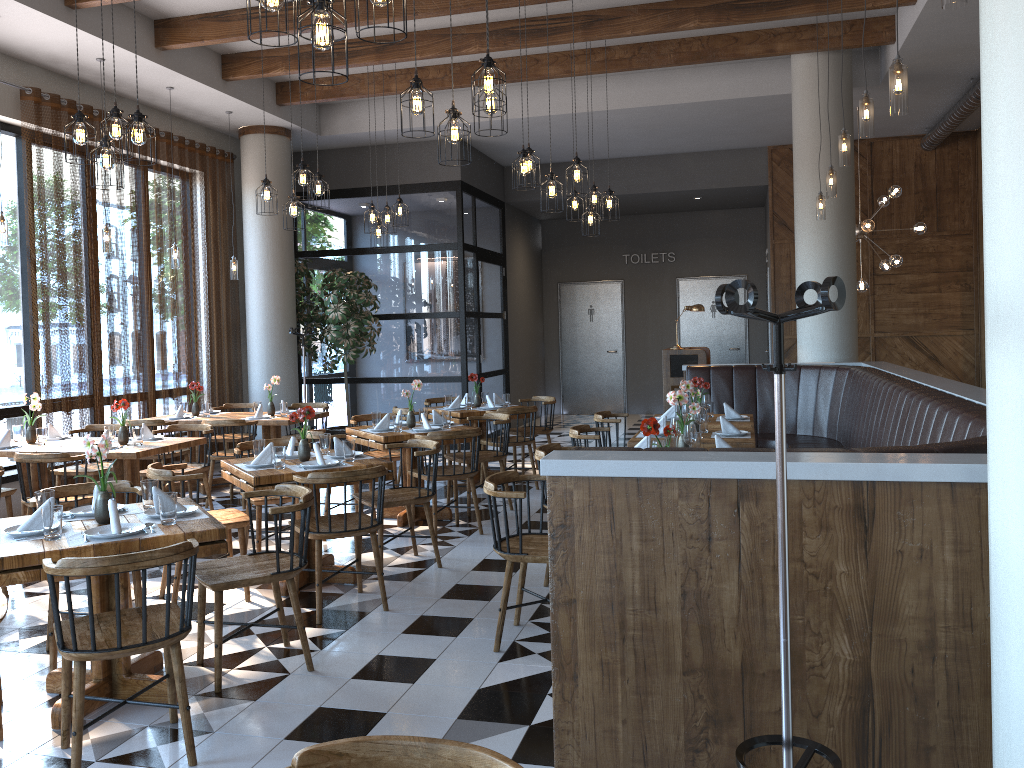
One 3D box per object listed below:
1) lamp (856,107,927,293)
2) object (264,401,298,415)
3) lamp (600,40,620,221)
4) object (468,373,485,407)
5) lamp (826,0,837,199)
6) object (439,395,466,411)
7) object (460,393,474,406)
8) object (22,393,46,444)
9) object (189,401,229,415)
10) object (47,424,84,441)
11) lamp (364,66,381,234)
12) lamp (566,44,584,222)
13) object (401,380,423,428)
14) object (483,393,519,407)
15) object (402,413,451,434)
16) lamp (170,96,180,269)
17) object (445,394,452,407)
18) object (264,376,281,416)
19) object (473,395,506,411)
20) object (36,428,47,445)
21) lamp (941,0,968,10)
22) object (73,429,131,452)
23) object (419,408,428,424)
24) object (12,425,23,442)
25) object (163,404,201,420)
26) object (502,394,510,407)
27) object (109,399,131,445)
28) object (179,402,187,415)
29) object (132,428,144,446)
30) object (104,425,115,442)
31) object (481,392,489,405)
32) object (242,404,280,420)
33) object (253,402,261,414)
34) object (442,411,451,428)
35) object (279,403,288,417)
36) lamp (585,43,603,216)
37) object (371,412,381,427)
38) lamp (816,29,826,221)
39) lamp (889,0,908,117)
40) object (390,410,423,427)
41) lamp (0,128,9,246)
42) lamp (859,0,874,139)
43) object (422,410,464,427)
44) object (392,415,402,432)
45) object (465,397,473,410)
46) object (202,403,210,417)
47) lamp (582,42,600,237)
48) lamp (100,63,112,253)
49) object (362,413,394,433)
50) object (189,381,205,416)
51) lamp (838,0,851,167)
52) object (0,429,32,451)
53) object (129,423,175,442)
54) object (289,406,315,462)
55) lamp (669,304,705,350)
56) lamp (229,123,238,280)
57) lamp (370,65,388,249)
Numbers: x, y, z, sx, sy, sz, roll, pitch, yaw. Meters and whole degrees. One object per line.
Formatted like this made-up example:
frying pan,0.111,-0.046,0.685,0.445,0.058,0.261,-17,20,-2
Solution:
lamp,4.123,-2.180,10.503,1.162,2.190,1.187,-2,2,-24
object,-2.333,0.232,9.120,0.352,0.137,0.272,-1,3,15
lamp,0.923,-2.621,8.576,0.175,2.069,0.175,-1,1,25
object,-0.374,0.062,9.242,0.156,0.355,0.171,-2,2,-28
lamp,2.542,-2.475,7.103,0.078,1.962,0.078,-2,1,1
object,-0.589,0.187,9.074,0.272,0.137,0.352,-3,4,-30
object,-0.499,0.162,9.441,0.352,0.137,0.272,-3,3,-30
object,-3.796,0.268,7.025,0.206,0.400,0.146,-1,1,19
object,-3.192,0.242,9.347,0.352,0.137,0.272,-1,3,15
object,-3.743,0.384,7.257,0.352,0.137,0.272,-1,3,15
lamp,-1.462,-2.587,9.109,0.175,2.069,0.175,-2,1,-6
lamp,0.608,-2.674,8.876,0.175,2.069,0.175,-3,1,-43
object,-0.824,0.165,7.371,0.146,0.400,0.207,-1,2,26
object,-0.131,0.157,9.347,0.272,0.137,0.352,-3,4,-30
object,-0.698,0.306,7.159,0.352,0.137,0.272,-3,3,-30
lamp,-3.406,-2.138,8.889,0.078,1.962,0.078,-2,1,1
object,-0.663,0.179,9.285,0.080,0.132,0.080,-2,2,-10
object,-2.391,0.118,8.865,0.146,0.400,0.207,-1,2,7
object,-0.221,0.182,8.980,0.352,0.137,0.272,-3,3,-30
object,-3.645,0.408,6.869,0.080,0.132,0.080,-3,2,-40
lamp,1.439,-2.234,2.919,0.078,1.962,0.078,-2,1,-10
object,-3.014,0.409,6.513,0.352,0.137,0.272,-1,3,15
object,-0.768,0.279,7.684,0.080,0.132,0.080,-1,2,30
object,-3.982,0.400,7.144,0.080,0.132,0.080,-3,2,-40
object,-3.322,0.277,8.830,0.352,0.137,0.272,-1,3,15
object,-0.061,0.171,9.139,0.080,0.132,0.080,0,2,40
object,-2.972,0.287,6.720,0.156,0.355,0.171,-2,2,-6
object,-3.429,0.258,9.242,0.080,0.132,0.080,-1,2,30
object,-2.805,0.398,6.648,0.080,0.132,0.080,-2,2,0
object,-3.143,0.391,6.922,0.080,0.132,0.080,-2,2,0
object,-0.289,0.155,9.505,0.080,0.132,0.080,0,2,40
object,-2.463,0.267,8.603,0.352,0.137,0.272,-1,3,15
object,-2.590,0.248,9.020,0.080,0.132,0.080,-2,2,0
object,-0.540,0.294,7.318,0.080,0.132,0.080,-1,2,30
object,-2.252,0.255,8.746,0.080,0.132,0.080,-2,2,0
lamp,0.806,-2.739,8.935,0.175,2.069,0.175,-2,1,-32
object,-1.143,0.302,7.464,0.080,0.132,0.080,-1,2,30
lamp,2.812,-2.486,8.120,0.078,1.962,0.078,-3,1,-43
lamp,1.724,-2.201,3.993,0.078,1.962,0.078,-2,1,-35
object,-0.975,0.286,7.619,0.352,0.137,0.272,-3,3,-30
lamp,-3.953,-2.048,6.815,0.078,1.962,0.078,-1,1,22
lamp,1.994,-2.385,5.028,0.078,1.962,0.078,-1,1,34
object,-0.608,0.281,7.525,0.272,0.137,0.352,-3,4,-30
object,-0.915,0.319,7.086,0.080,0.132,0.080,-1,2,30
object,-0.435,0.195,8.906,0.080,0.132,0.080,-1,2,30
object,-3.092,0.265,8.967,0.080,0.132,0.080,-1,2,30
lamp,0.752,-2.494,8.715,0.175,2.069,0.175,-2,1,-32
lamp,-3.660,-2.158,7.932,0.078,1.962,0.078,-2,1,5
object,-1.065,0.310,7.252,0.272,0.137,0.352,-3,4,-30
object,-3.244,0.148,9.119,0.156,0.355,0.171,-2,2,-9
lamp,2.288,-2.495,6.146,0.078,1.962,0.078,-2,1,-40
object,-3.873,0.419,6.740,0.352,0.137,0.272,-1,3,15
object,-2.884,0.374,7.030,0.352,0.137,0.272,-1,3,15
object,-1.308,0.312,5.547,0.156,0.355,0.171,-2,2,-20
lamp,1.887,-0.485,9.595,0.445,0.756,0.170,-2,1,-10
lamp,-3.136,-2.149,9.907,0.078,1.962,0.078,-3,1,-43
lamp,-1.431,-2.471,9.331,0.175,2.069,0.175,-1,1,27
